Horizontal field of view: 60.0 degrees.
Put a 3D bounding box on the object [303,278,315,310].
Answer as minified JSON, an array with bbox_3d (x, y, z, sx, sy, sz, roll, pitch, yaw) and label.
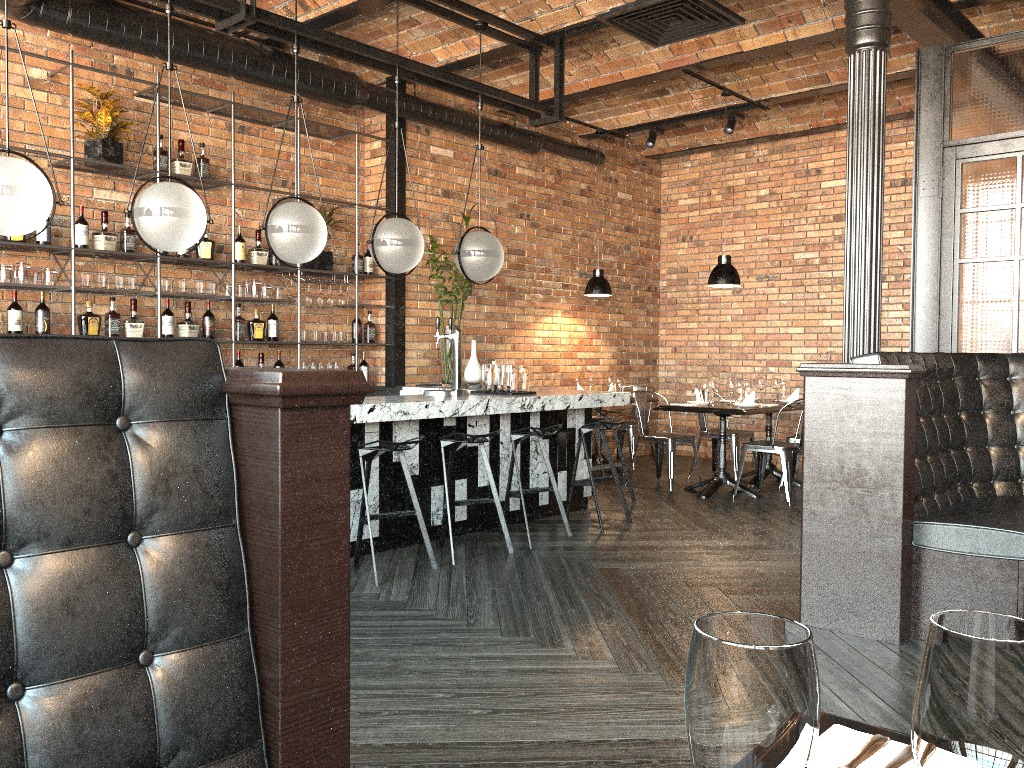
[{"bbox_3d":[-1.607,-0.713,7.024,0.092,0.244,0.092,0,2,-9],"label":"object"}]

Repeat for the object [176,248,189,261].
[{"bbox_3d":[-2.359,-1.033,6.349,0.086,0.298,0.086,0,2,1],"label":"object"}]

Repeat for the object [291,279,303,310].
[{"bbox_3d":[-1.730,-0.718,7.133,0.092,0.244,0.092,0,2,-9],"label":"object"}]

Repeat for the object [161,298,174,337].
[{"bbox_3d":[-2.429,-0.459,6.258,0.086,0.298,0.086,0,2,1],"label":"object"}]

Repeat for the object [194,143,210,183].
[{"bbox_3d":[-2.240,-1.599,6.411,0.083,0.282,0.083,1,2,27],"label":"object"}]

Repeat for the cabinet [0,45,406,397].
[{"bbox_3d":[-3.344,-0.843,5.143,0.564,3.779,7.075,2,3,42],"label":"cabinet"}]

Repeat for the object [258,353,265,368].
[{"bbox_3d":[-1.925,-0.099,6.809,0.123,0.279,0.123,2,2,30],"label":"object"}]

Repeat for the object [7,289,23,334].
[{"bbox_3d":[-3.103,-0.440,5.537,0.086,0.298,0.086,0,2,1],"label":"object"}]

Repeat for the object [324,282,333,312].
[{"bbox_3d":[-1.522,-0.724,7.367,0.092,0.244,0.092,0,2,-9],"label":"object"}]

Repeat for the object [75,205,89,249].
[{"bbox_3d":[-2.815,-1.018,5.801,0.086,0.298,0.086,0,2,1],"label":"object"}]

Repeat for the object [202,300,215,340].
[{"bbox_3d":[-2.220,-0.466,6.487,0.086,0.299,0.086,0,2,1],"label":"object"}]

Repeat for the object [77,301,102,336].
[{"bbox_3d":[-2.787,-0.422,5.846,0.094,0.248,0.151,2,2,31],"label":"object"}]

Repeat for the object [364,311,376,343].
[{"bbox_3d":[-1.220,-0.487,7.605,0.083,0.282,0.083,-1,2,-38],"label":"object"}]

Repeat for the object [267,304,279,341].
[{"bbox_3d":[-1.862,-0.475,6.905,0.086,0.298,0.086,0,2,1],"label":"object"}]

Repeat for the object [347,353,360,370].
[{"bbox_3d":[-1.340,-0.120,7.486,0.083,0.282,0.083,1,2,27],"label":"object"}]

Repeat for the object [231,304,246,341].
[{"bbox_3d":[-2.056,-0.462,6.666,0.083,0.282,0.083,1,2,27],"label":"object"}]

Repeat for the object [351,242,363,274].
[{"bbox_3d":[-1.305,-1.055,7.486,0.083,0.282,0.083,-1,2,-33],"label":"object"}]

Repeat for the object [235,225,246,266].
[{"bbox_3d":[-2.045,-1.040,6.664,0.086,0.299,0.086,0,2,1],"label":"object"}]

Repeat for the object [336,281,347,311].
[{"bbox_3d":[-1.399,-0.719,7.257,0.092,0.244,0.092,0,2,-9],"label":"object"}]

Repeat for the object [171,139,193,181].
[{"bbox_3d":[-2.346,-1.594,6.294,0.123,0.279,0.123,-1,3,-45],"label":"object"}]

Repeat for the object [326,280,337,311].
[{"bbox_3d":[-1.468,-0.717,7.180,0.092,0.244,0.092,0,2,-9],"label":"object"}]

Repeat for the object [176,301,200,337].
[{"bbox_3d":[-2.320,-0.451,6.350,0.123,0.279,0.123,2,2,30],"label":"object"}]

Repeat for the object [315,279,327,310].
[{"bbox_3d":[-1.533,-0.715,7.106,0.092,0.244,0.092,0,2,-9],"label":"object"}]

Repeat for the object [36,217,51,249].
[{"bbox_3d":[-2.975,-1.012,5.630,0.086,0.298,0.086,0,2,1],"label":"object"}]

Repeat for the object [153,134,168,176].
[{"bbox_3d":[-2.449,-1.593,6.177,0.083,0.282,0.083,2,3,42],"label":"object"}]

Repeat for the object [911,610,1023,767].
[{"bbox_3d":[0.323,0.286,0.609,0.092,0.244,0.092,1,2,2],"label":"object"}]

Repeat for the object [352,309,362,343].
[{"bbox_3d":[-1.313,-0.493,7.506,0.086,0.299,0.086,0,2,1],"label":"object"}]

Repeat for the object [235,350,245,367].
[{"bbox_3d":[-2.061,-0.107,6.687,0.086,0.298,0.086,0,2,1],"label":"object"}]

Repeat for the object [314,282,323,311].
[{"bbox_3d":[-1.591,-0.722,7.289,0.092,0.244,0.092,0,2,-9],"label":"object"}]

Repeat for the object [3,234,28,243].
[{"bbox_3d":[-3.079,-0.983,5.493,0.151,0.248,0.094,-1,3,-45],"label":"object"}]

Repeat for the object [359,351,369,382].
[{"bbox_3d":[-1.267,-0.130,7.588,0.086,0.298,0.086,0,2,1],"label":"object"}]

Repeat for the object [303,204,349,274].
[{"bbox_3d":[-1.529,-1.183,7.177,0.398,0.560,0.374,1,2,14],"label":"object"}]

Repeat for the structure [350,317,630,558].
[{"bbox_3d":[-1.595,0.273,5.443,1.930,1.430,5.346,2,3,42],"label":"structure"}]

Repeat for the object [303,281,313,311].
[{"bbox_3d":[-1.657,-0.720,7.215,0.092,0.244,0.092,0,2,-9],"label":"object"}]

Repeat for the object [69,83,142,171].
[{"bbox_3d":[-2.734,-1.707,5.906,0.430,0.526,0.425,2,3,44],"label":"object"}]

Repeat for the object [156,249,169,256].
[{"bbox_3d":[-2.447,-1.029,6.208,0.086,0.299,0.086,0,2,1],"label":"object"}]

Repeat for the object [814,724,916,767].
[{"bbox_3d":[0.344,0.391,0.871,0.157,0.019,0.255,2,3,42],"label":"object"}]

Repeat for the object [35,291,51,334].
[{"bbox_3d":[-2.981,-0.442,5.632,0.086,0.297,0.086,0,2,1],"label":"object"}]

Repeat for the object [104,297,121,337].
[{"bbox_3d":[-2.684,-0.443,5.961,0.083,0.282,0.083,2,3,42],"label":"object"}]

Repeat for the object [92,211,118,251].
[{"bbox_3d":[-2.705,-1.009,5.893,0.123,0.279,0.123,2,2,30],"label":"object"}]

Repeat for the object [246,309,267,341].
[{"bbox_3d":[-1.954,-0.447,6.781,0.151,0.248,0.094,-1,3,-39],"label":"object"}]

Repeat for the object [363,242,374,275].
[{"bbox_3d":[-1.232,-1.067,7.608,0.086,0.298,0.086,1,2,6],"label":"object"}]

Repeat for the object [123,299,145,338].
[{"bbox_3d":[-2.582,-0.443,6.055,0.123,0.279,0.123,-1,2,-35],"label":"object"}]

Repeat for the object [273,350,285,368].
[{"bbox_3d":[-1.825,-0.114,6.946,0.086,0.299,0.086,0,2,1],"label":"object"}]
